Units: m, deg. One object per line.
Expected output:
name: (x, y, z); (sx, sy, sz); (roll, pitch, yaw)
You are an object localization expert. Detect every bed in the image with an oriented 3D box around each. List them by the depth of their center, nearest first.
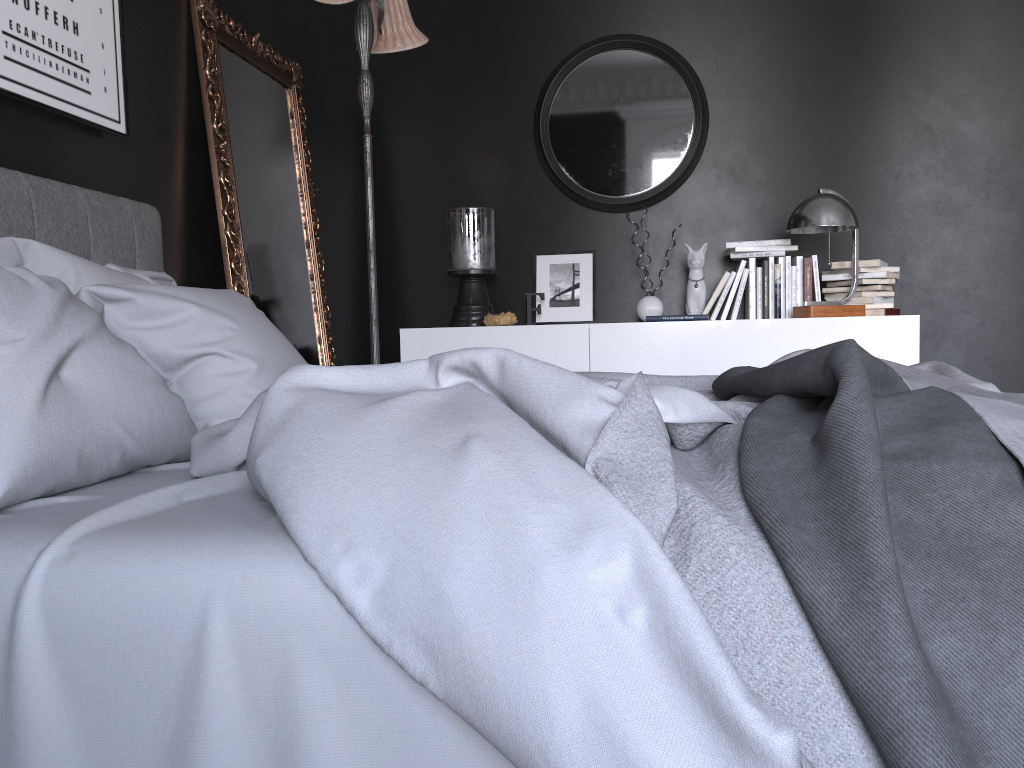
bed: (0.128, 0.084, 1.811); (3.283, 1.300, 2.762); (-2, 3, -2)

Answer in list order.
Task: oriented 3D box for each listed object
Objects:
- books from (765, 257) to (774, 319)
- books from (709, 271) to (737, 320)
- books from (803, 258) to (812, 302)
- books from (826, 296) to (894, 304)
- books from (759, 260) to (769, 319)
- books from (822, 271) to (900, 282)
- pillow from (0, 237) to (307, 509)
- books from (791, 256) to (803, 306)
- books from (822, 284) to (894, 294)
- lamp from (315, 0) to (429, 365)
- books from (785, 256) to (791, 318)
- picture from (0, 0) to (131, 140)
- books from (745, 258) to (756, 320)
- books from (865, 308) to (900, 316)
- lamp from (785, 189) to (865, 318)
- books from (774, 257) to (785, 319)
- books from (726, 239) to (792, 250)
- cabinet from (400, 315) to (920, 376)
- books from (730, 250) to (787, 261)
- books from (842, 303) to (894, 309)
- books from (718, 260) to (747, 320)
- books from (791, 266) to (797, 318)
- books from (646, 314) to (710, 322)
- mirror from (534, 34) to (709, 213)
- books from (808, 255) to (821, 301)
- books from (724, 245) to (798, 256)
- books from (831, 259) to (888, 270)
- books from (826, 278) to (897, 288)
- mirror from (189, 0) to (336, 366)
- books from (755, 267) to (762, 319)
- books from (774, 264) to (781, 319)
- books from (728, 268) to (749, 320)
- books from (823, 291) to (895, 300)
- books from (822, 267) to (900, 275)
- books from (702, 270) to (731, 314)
books: (1.287, -0.474, 4.439); (0.024, 0.308, 0.220); (-1, 4, 9)
books: (1.061, -0.439, 4.480); (0.132, 0.245, 0.195); (-1, 4, 9)
books: (1.456, -0.471, 4.414); (0.038, 0.296, 0.235); (-1, 4, 9)
books: (1.710, -0.407, 4.360); (0.229, 0.031, 0.318); (1, 4, 39)
books: (1.256, -0.464, 4.421); (0.030, 0.290, 0.192); (-1, 4, 9)
books: (1.716, -0.527, 4.362); (0.306, 0.030, 0.220); (1, 4, 39)
pillow: (-0.964, -0.087, 2.034); (0.680, 0.761, 1.827); (-1, 3, 9)
books: (1.425, -0.477, 4.445); (0.030, 0.307, 0.220); (-1, 4, 9)
books: (1.702, -0.467, 4.373); (0.289, 0.030, 0.192); (1, 4, 40)
lamp: (-0.557, -0.555, 3.509); (0.772, 2.415, 0.985); (2, 6, 42)
books: (1.364, -0.475, 4.426); (0.024, 0.308, 0.220); (-1, 4, 9)
picture: (-1.350, -1.327, 2.517); (0.014, 1.080, 0.790); (-1, 4, 9)
books: (1.204, -0.474, 4.481); (0.030, 0.307, 0.220); (-1, 4, 9)
books: (1.742, -0.346, 4.342); (0.234, 0.038, 0.294); (1, 4, 36)
lamp: (1.443, -0.602, 4.102); (0.340, 0.591, 0.328); (-2, 4, -11)
books: (1.342, -0.476, 4.458); (0.030, 0.307, 0.220); (-1, 4, 9)
books: (1.243, -0.696, 4.457); (0.306, 0.030, 0.220); (0, 3, 19)
cabinet: (0.690, 0.135, 4.454); (2.396, 0.883, 0.569); (-1, 4, 9)
books: (1.235, -0.641, 4.436); (0.258, 0.026, 0.195); (0, 3, 19)
books: (1.736, -0.378, 4.349); (0.228, 0.025, 0.318); (0, 3, 19)
books: (1.108, -0.466, 4.469); (0.126, 0.296, 0.220); (-1, 4, 9)
books: (1.393, -0.452, 4.425); (0.026, 0.259, 0.195); (-1, 4, 9)
books: (0.793, -0.312, 4.226); (0.289, 0.030, 0.192); (-1, 3, 15)
mirror: (0.573, -1.380, 4.698); (0.924, 0.926, 0.061); (-1, 4, 9)
books: (1.498, -0.477, 4.405); (0.050, 0.308, 0.220); (-1, 4, 9)
books: (1.240, -0.666, 4.432); (0.307, 0.024, 0.220); (-1, 3, -1)
books: (1.702, -0.578, 4.340); (0.220, 0.030, 0.306); (0, 4, 29)
books: (1.711, -0.496, 4.360); (0.193, 0.030, 0.289); (-2, 3, -17)
mirror: (-1.019, -0.452, 3.971); (0.254, 2.195, 0.990); (-1, 4, 9)
books: (1.233, -0.449, 4.452); (0.026, 0.259, 0.195); (-1, 4, 9)
books: (1.307, -0.452, 4.398); (0.029, 0.270, 0.204); (-1, 4, 9)
books: (1.141, -0.447, 4.467); (0.091, 0.256, 0.195); (-1, 4, 9)
books: (1.708, -0.437, 4.367); (0.203, 0.029, 0.268); (-3, 3, -21)
books: (1.716, -0.555, 4.381); (0.220, 0.024, 0.307); (-2, 3, -16)
books: (1.015, -0.439, 4.457); (0.158, 0.247, 0.202); (-1, 4, 9)
